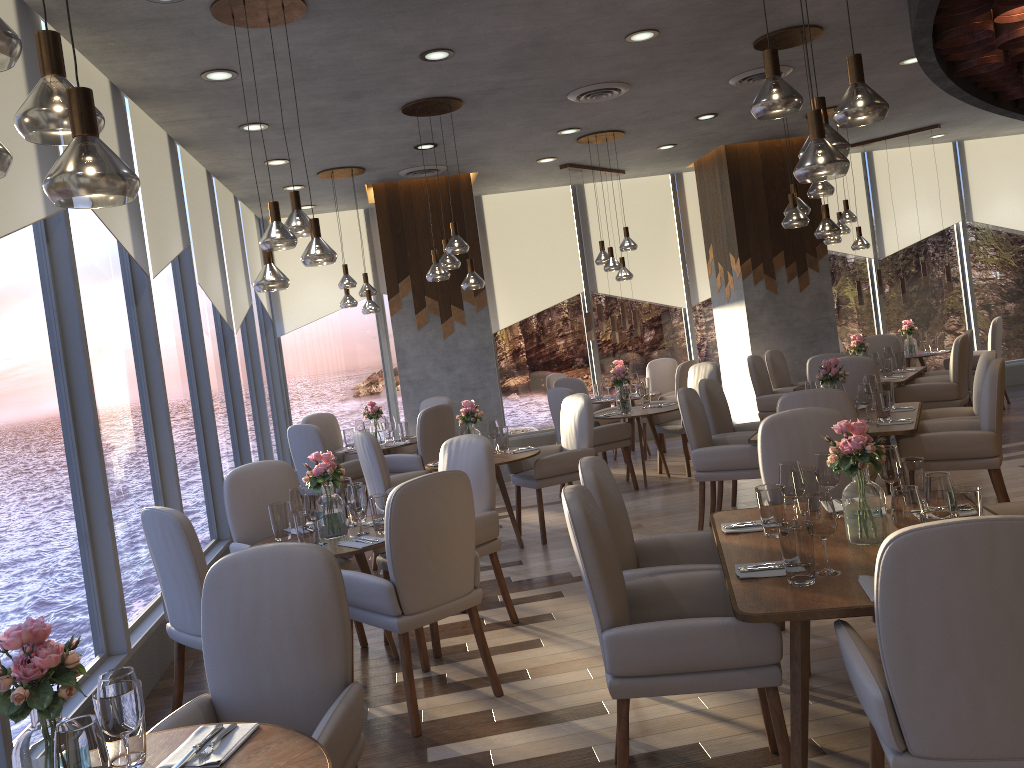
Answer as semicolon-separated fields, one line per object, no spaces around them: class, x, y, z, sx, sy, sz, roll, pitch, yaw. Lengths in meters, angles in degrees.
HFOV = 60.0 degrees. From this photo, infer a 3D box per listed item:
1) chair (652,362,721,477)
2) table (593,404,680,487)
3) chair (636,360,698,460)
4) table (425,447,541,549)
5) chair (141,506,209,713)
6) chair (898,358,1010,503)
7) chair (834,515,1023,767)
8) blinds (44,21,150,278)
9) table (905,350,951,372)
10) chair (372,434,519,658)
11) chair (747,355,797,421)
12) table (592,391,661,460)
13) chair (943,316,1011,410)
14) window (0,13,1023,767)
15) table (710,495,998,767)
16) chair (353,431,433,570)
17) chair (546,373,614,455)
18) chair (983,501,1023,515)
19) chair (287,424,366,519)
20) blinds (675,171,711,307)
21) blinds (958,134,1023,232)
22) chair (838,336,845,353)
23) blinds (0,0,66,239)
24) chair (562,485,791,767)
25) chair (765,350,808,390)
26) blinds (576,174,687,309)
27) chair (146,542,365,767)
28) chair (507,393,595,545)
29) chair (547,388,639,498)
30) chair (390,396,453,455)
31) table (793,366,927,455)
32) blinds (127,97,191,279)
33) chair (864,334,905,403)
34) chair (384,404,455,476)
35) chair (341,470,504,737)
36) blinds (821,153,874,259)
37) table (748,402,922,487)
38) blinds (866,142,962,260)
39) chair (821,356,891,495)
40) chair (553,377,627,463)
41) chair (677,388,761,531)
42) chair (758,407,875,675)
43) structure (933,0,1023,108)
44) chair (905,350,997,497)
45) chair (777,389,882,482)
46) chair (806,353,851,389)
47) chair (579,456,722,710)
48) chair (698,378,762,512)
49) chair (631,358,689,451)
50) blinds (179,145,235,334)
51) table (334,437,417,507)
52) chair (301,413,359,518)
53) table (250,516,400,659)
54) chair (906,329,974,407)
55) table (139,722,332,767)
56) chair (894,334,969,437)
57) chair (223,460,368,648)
chair;1.699;0.321;8.445;0.601;0.999;0.527;-9;2;-30
table;1.206;0.572;8.155;0.835;0.661;0.833;-9;3;-32
chair;1.695;0.269;9.381;0.598;0.999;0.529;-6;2;40
table;-0.166;0.854;6.364;0.832;0.661;0.836;-5;3;43
chair;-1.209;0.964;3.858;0.601;0.999;0.527;-9;2;-44
chair;2.649;0.370;5.278;0.599;0.999;0.529;-7;2;29
chair;1.098;0.752;2.143;0.528;0.999;0.601;-7;2;12
blinds;-2.273;-1.938;4.686;0.007;2.679;1.174;-8;2;-7
table;4.696;-0.015;10.333;0.835;0.661;0.834;-8;3;-16
chair;-0.369;0.808;4.648;0.601;0.999;0.527;-9;2;-44
chair;2.640;0.190;8.536;0.599;0.999;0.529;-7;2;31
table;1.272;0.472;9.796;0.833;0.661;0.835;-7;3;13
chair;5.192;-0.226;9.902;0.598;0.999;0.529;-6;2;36
window;0.304;-0.823;7.895;8.047;3.196;16.166;-5;4;38
table;1.229;0.855;2.980;0.964;0.665;1.309;-7;3;10
chair;-0.717;0.772;6.117;0.601;0.999;0.528;-8;2;-26
chair;0.770;0.351;10.132;0.598;0.999;0.529;-6;2;36
chair;1.900;0.590;3.133;0.599;0.999;0.529;-7;2;5
chair;-1.552;0.797;7.674;0.527;0.999;0.601;-6;2;37
blinds;2.620;-2.361;10.962;1.174;2.679;0.007;-8;1;-7
blinds;6.281;-3.148;11.414;1.174;2.679;0.007;-8;1;-7
chair;4.171;-0.133;10.676;0.598;0.999;0.529;-6;2;36
blinds;-2.099;-1.747;3.452;0.007;2.679;1.174;-8;2;-7
chair;0.518;0.792;2.801;0.599;0.999;0.529;-7;2;7
chair;2.954;0.123;9.003;0.598;0.999;0.529;-6;2;36
blinds;1.396;-2.171;10.810;1.174;2.679;0.007;-8;1;-7
chair;-0.662;0.978;2.299;0.528;0.999;0.600;-7;2;7
chair;0.328;0.606;6.603;0.601;0.999;0.528;-8;2;-25
chair;0.695;0.486;7.880;0.601;0.999;0.527;-9;2;-31
chair;-0.845;0.652;8.587;0.527;0.999;0.601;-6;2;37
table;3.363;0.268;8.416;0.963;0.665;1.310;-6;3;34
blinds;-2.429;-1.987;5.940;0.007;2.679;1.174;-8;2;-7
chair;3.782;0.007;9.092;0.527;0.999;0.601;-7;2;31
chair;-0.778;0.691;7.723;0.598;0.999;0.529;-6;2;40
chair;-0.437;0.865;3.785;0.529;0.999;0.599;-9;2;-41
blinds;3.823;-2.826;11.109;1.174;2.679;0.007;-8;1;-7
table;2.202;0.565;5.848;0.963;0.665;1.310;-6;3;26
blinds;5.054;-2.976;11.261;1.174;2.679;0.007;-8;1;-7
chair;2.539;0.312;6.590;0.527;0.999;0.601;-7;2;24
chair;0.807;0.393;9.291;0.527;0.999;0.601;-6;2;43
chair;1.466;0.495;5.882;0.599;0.999;0.529;-7;2;24
chair;1.349;0.626;3.794;0.528;0.999;0.600;-7;2;7
structure;3.388;-2.244;3.987;2.751;0.556;9.477;-6;3;23
chair;2.885;0.310;5.794;0.599;0.999;0.529;-7;2;22
chair;1.832;0.490;5.084;0.527;0.999;0.601;-7;2;29
chair;2.895;0.203;7.704;0.527;0.999;0.601;-6;2;36
chair;0.615;0.748;3.357;0.599;0.999;0.529;-7;2;12
chair;1.719;0.433;6.386;0.599;0.999;0.529;-7;2;29
chair;1.663;0.225;10.248;0.527;0.999;0.601;-6;2;40
blinds;-2.545;-1.741;7.185;0.007;2.679;1.174;-8;2;-7
table;-1.184;0.888;8.197;0.835;0.661;0.833;-9;3;-20
chair;-1.642;0.764;8.493;0.598;0.999;0.529;-6;2;41
table;-0.806;1.057;4.258;0.834;0.661;0.834;-8;2;-8
chair;4.029;0.020;8.275;0.599;0.999;0.529;-7;2;29
table;-0.733;1.186;1.759;0.834;0.661;0.834;-8;2;-5
chair;3.731;0.086;7.793;0.598;0.999;0.529;-6;2;37
chair;-1.171;0.913;4.681;0.529;0.999;0.599;-9;2;-40
